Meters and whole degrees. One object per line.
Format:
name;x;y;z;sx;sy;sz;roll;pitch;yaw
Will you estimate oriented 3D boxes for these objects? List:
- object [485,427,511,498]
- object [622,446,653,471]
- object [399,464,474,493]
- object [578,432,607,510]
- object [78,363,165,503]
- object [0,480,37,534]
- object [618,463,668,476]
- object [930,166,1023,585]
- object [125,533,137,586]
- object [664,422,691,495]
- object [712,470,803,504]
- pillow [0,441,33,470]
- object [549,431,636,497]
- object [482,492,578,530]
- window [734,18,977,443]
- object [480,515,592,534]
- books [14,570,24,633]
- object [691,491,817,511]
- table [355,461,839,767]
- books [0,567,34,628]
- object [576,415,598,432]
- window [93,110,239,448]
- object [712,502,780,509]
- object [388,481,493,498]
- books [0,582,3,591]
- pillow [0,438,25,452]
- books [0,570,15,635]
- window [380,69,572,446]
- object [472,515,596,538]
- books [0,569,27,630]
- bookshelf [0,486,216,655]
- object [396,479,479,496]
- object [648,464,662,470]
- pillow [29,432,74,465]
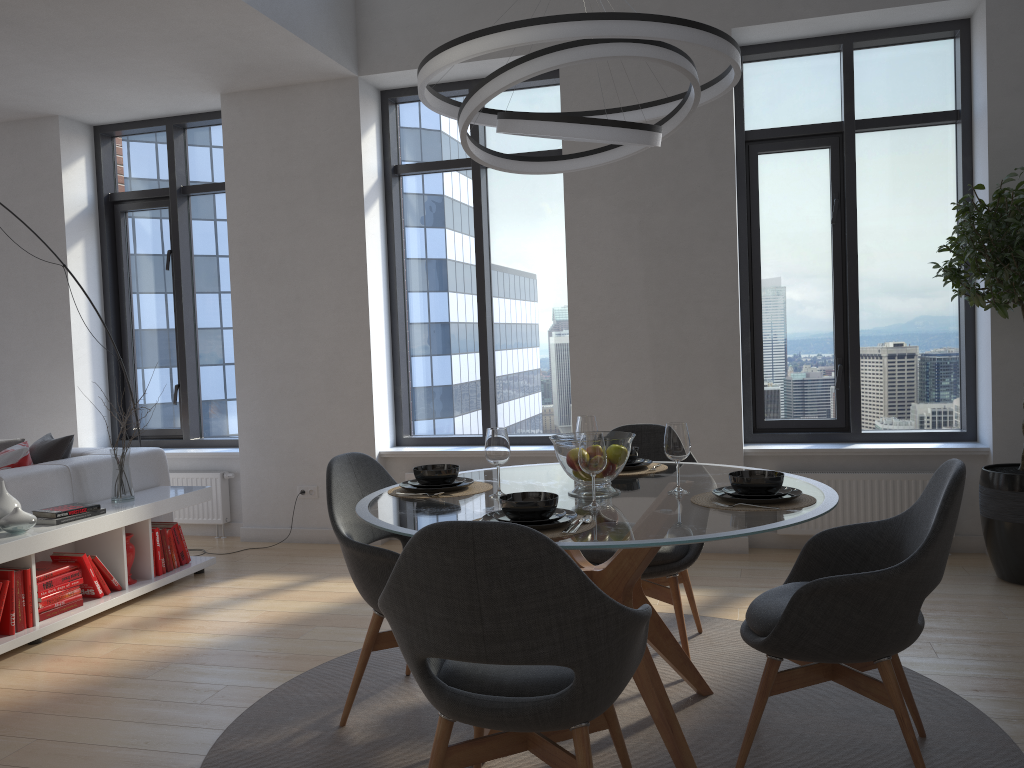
object;-0.045;0.252;2.851;0.083;0.220;0.083;-3;3;-13
object;0.405;0.283;3.378;0.258;0.074;0.258;0;3;35
object;-0.259;0.323;3.048;0.258;0.074;0.258;-2;3;-4
object;0.236;0.253;2.584;0.083;0.220;0.083;0;3;44
object;-2.056;0.259;4.786;0.406;0.744;0.607;-4;3;-35
object;-2.352;0.479;3.989;0.319;0.398;0.316;0;3;39
object;0.411;0.321;3.377;0.360;0.002;0.360;-4;3;-32
object;2.489;-0.043;4.308;0.813;2.019;0.801;-1;3;19
object;-2.056;0.927;4.687;0.125;0.258;0.125;-3;3;-7
object;0.520;0.233;2.789;0.083;0.220;0.083;-3;3;-24
object;0.724;0.303;2.626;0.258;0.074;0.258;0;3;35
pillow;-2.969;0.590;4.024;0.575;0.449;2.250;-2;3;13
object;0.261;0.258;2.848;0.278;0.184;0.278;-1;3;24
object;0.047;0.340;2.387;0.258;0.074;0.258;-2;3;-4
window;2.026;-0.854;5.304;1.310;2.402;0.170;-2;3;15
object;0.052;0.370;2.380;0.309;0.015;0.206;-1;3;20
books;-2.281;0.963;3.947;0.215;0.270;0.038;-2;3;15
object;0.712;0.342;2.626;0.360;0.002;0.360;-3;3;-10
table;0.270;0.731;2.878;1.499;0.764;1.499;-2;3;5
books;-2.242;0.960;3.996;0.181;0.269;0.028;-2;3;15
object;0.271;0.225;3.184;0.083;0.220;0.083;-3;3;-24
window;-2.405;-0.734;6.528;1.310;2.402;0.170;-2;3;15
object;0.711;0.333;2.637;0.206;0.015;0.309;-1;3;25
object;-0.246;0.361;3.046;0.360;0.002;0.360;-4;3;-32
books;-2.309;0.981;3.807;0.188;0.247;0.144;-2;3;16
pillow;-3.316;0.574;4.018;0.647;0.453;2.953;-2;3;3
books;-2.275;0.960;3.905;0.199;0.282;0.046;-2;3;15
window;-0.189;-0.794;5.916;1.310;2.402;0.170;-2;3;15
object;0.045;0.378;2.381;0.360;0.002;0.360;-3;3;-10
books;-2.263;0.965;3.974;0.188;0.266;0.028;-2;3;15
bookshelf;-2.270;0.923;4.025;0.356;0.500;2.600;-2;3;15
object;-0.249;0.353;3.037;0.206;0.015;0.309;-1;3;20
object;0.400;0.313;3.370;0.309;0.015;0.206;-1;3;20
pillow;-2.892;0.547;4.340;0.608;0.436;2.120;-2;3;11
